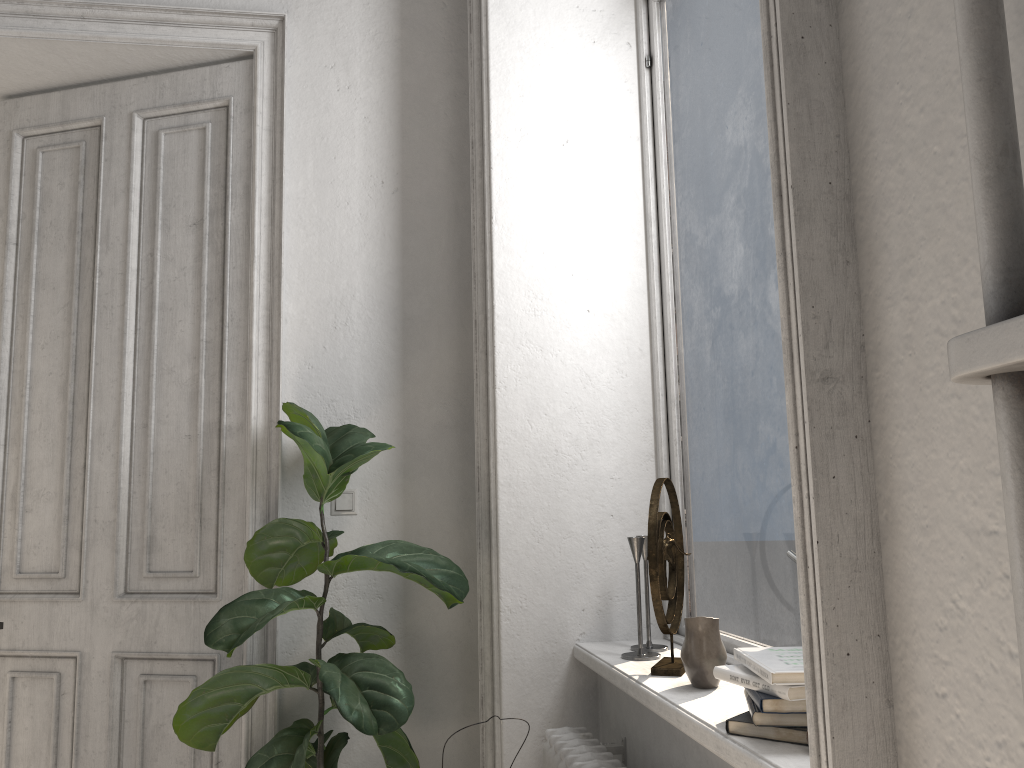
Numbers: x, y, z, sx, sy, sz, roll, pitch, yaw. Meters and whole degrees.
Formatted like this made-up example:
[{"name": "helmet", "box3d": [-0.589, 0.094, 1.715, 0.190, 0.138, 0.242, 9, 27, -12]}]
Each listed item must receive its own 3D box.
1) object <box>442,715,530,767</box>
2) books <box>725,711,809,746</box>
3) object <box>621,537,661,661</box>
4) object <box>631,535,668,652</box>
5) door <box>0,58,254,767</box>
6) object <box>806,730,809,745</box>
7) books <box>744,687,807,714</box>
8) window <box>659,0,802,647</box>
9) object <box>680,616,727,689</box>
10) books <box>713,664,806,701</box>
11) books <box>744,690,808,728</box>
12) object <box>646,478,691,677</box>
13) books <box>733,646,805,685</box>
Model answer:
[{"name": "object", "box3d": [-0.067, 0.718, 1.424, 0.154, 0.383, 0.164, 4, -10, -35]}, {"name": "books", "box3d": [0.460, 0.538, 1.423, 0.147, 0.023, 0.221, -8, -11, 39]}, {"name": "object", "box3d": [0.310, 0.520, 2.167, 0.095, 0.288, 0.095, -3, -8, 14]}, {"name": "object", "box3d": [0.349, 0.538, 2.291, 0.095, 0.288, 0.095, -5, -9, 22]}, {"name": "door", "box3d": [-1.296, 0.335, 2.850, 1.097, 2.811, 0.216, -4, -8, 16]}, {"name": "object", "box3d": [0.490, 0.496, 1.239, 0.153, 0.048, 0.088, -6, -10, 31]}, {"name": "books", "box3d": [0.456, 0.493, 1.420, 0.147, 0.023, 0.221, -2, -9, 7]}, {"name": "window", "box3d": [0.577, -0.879, 1.805, 0.013, 2.839, 1.624, 0, -8, -9]}, {"name": "object", "box3d": [0.385, 0.534, 1.785, 0.102, 0.142, 0.100, 4, -10, -34]}, {"name": "books", "box3d": [0.444, 0.472, 1.419, 0.155, 0.020, 0.205, 2, -9, -19]}, {"name": "books", "box3d": [0.457, 0.515, 1.419, 0.155, 0.022, 0.205, -3, -9, 11]}, {"name": "object", "box3d": [0.357, 0.424, 1.994, 0.087, 0.424, 0.348, -5, -9, 23]}, {"name": "books", "box3d": [0.466, 0.444, 1.407, 0.174, 0.019, 0.244, -1, -9, 1]}]
